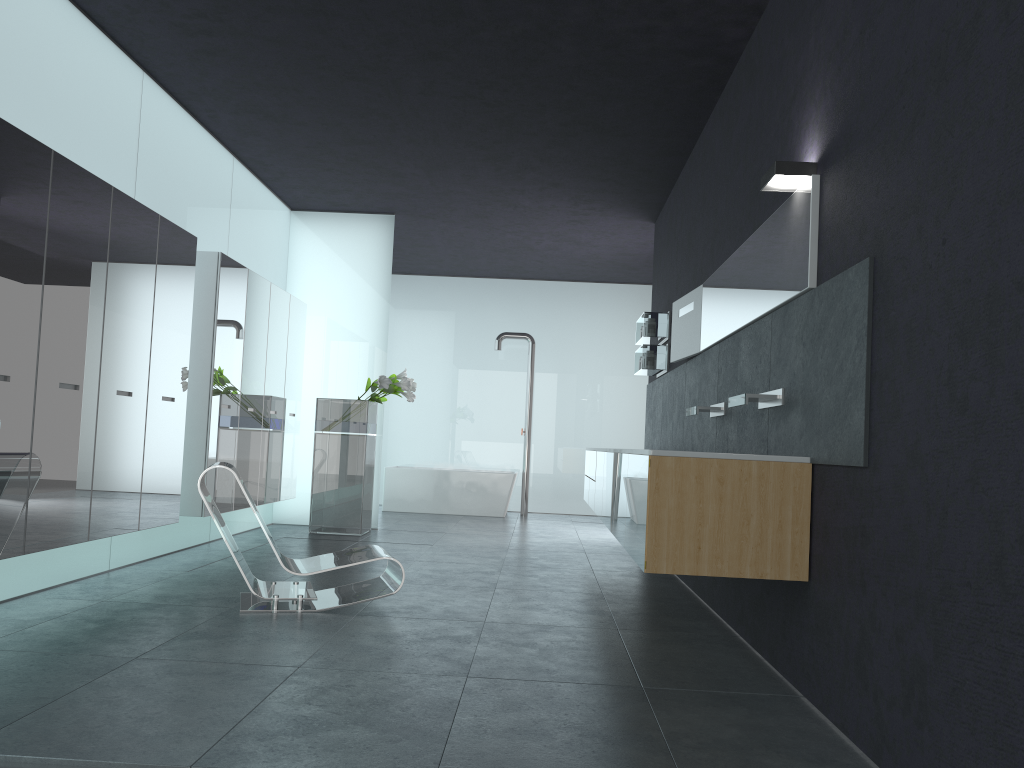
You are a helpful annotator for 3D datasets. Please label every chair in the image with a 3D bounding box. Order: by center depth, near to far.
[{"bbox_3d":[-1.354,0.965,5.686,1.261,0.870,0.629,4,-3,-17],"label":"chair"}]

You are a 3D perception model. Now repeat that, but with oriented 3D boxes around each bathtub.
[{"bbox_3d":[-0.913,1.544,13.620,1.977,0.858,0.961,3,-3,2],"label":"bathtub"}]

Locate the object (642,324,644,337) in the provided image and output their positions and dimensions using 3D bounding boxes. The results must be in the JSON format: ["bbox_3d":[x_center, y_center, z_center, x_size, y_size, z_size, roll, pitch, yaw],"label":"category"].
[{"bbox_3d":[1.417,-0.542,9.319,0.096,0.184,0.068,2,-3,11],"label":"object"}]

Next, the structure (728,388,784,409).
[{"bbox_3d":[1.292,0.078,4.734,0.186,0.088,0.483,3,-4,2],"label":"structure"}]

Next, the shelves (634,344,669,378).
[{"bbox_3d":[1.449,-0.241,9.237,0.265,0.285,0.770,3,-4,2],"label":"shelves"}]

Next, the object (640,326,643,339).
[{"bbox_3d":[1.423,-0.527,9.533,0.096,0.184,0.068,3,-3,-6],"label":"object"}]

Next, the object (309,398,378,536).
[{"bbox_3d":[-1.897,0.928,10.033,0.585,1.489,0.576,3,-3,2],"label":"object"}]

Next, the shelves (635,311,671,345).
[{"bbox_3d":[1.465,-0.568,9.252,0.265,0.285,0.770,3,-4,2],"label":"shelves"}]

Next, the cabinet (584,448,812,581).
[{"bbox_3d":[1.064,0.787,6.788,0.734,0.556,5.590,3,-4,2],"label":"cabinet"}]

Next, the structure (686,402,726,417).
[{"bbox_3d":[1.337,0.178,6.150,0.186,0.088,0.483,3,-4,2],"label":"structure"}]

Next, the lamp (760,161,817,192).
[{"bbox_3d":[1.341,-1.005,4.309,0.198,0.066,0.277,3,-4,2],"label":"lamp"}]

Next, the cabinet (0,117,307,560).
[{"bbox_3d":[-2.695,-0.031,7.125,0.398,2.213,6.011,3,-4,2],"label":"cabinet"}]

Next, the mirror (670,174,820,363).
[{"bbox_3d":[1.448,-0.578,5.963,0.109,0.532,3.726,3,-4,1],"label":"mirror"}]

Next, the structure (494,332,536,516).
[{"bbox_3d":[-0.010,0.634,13.633,0.643,2.869,0.123,3,-3,2],"label":"structure"}]

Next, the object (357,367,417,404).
[{"bbox_3d":[-1.588,0.164,9.909,1.024,0.778,0.975,3,-3,-6],"label":"object"}]

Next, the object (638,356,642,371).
[{"bbox_3d":[1.408,-0.201,9.518,0.096,0.184,0.068,3,-3,-6],"label":"object"}]
